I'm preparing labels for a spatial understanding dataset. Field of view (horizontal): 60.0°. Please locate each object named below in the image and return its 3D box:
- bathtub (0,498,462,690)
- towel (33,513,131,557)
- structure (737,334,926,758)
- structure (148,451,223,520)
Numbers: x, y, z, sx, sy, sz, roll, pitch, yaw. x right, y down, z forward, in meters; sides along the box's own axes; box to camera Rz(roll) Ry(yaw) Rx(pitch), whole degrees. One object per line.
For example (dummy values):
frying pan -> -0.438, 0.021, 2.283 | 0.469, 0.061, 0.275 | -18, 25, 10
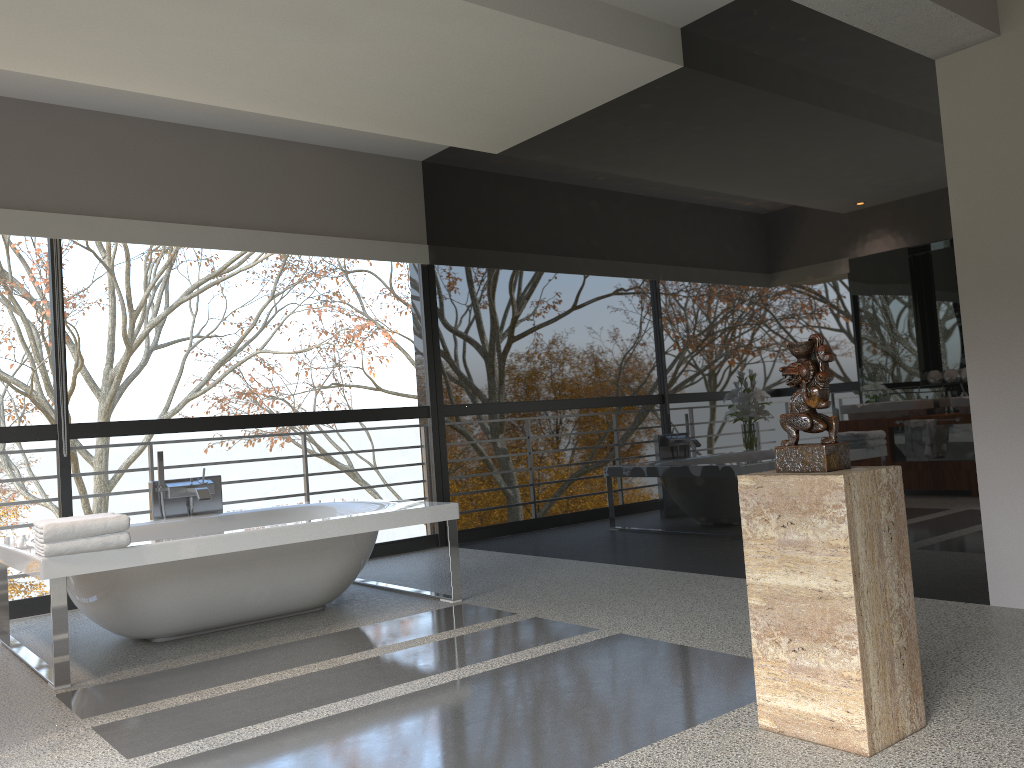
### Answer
bathtub -> -1.432, 0.947, 4.502 | 1.958, 0.504, 1.326 | -2, -4, -39
towel -> -1.746, 0.614, 3.606 | 0.322, 0.145, 0.305 | -2, -3, -36
structure -> 0.856, 0.398, 2.437 | 0.292, 1.075, 0.328 | -1, -4, -39
structure -> -1.786, 0.810, 5.011 | 0.402, 0.885, 0.330 | -2, -4, -39
